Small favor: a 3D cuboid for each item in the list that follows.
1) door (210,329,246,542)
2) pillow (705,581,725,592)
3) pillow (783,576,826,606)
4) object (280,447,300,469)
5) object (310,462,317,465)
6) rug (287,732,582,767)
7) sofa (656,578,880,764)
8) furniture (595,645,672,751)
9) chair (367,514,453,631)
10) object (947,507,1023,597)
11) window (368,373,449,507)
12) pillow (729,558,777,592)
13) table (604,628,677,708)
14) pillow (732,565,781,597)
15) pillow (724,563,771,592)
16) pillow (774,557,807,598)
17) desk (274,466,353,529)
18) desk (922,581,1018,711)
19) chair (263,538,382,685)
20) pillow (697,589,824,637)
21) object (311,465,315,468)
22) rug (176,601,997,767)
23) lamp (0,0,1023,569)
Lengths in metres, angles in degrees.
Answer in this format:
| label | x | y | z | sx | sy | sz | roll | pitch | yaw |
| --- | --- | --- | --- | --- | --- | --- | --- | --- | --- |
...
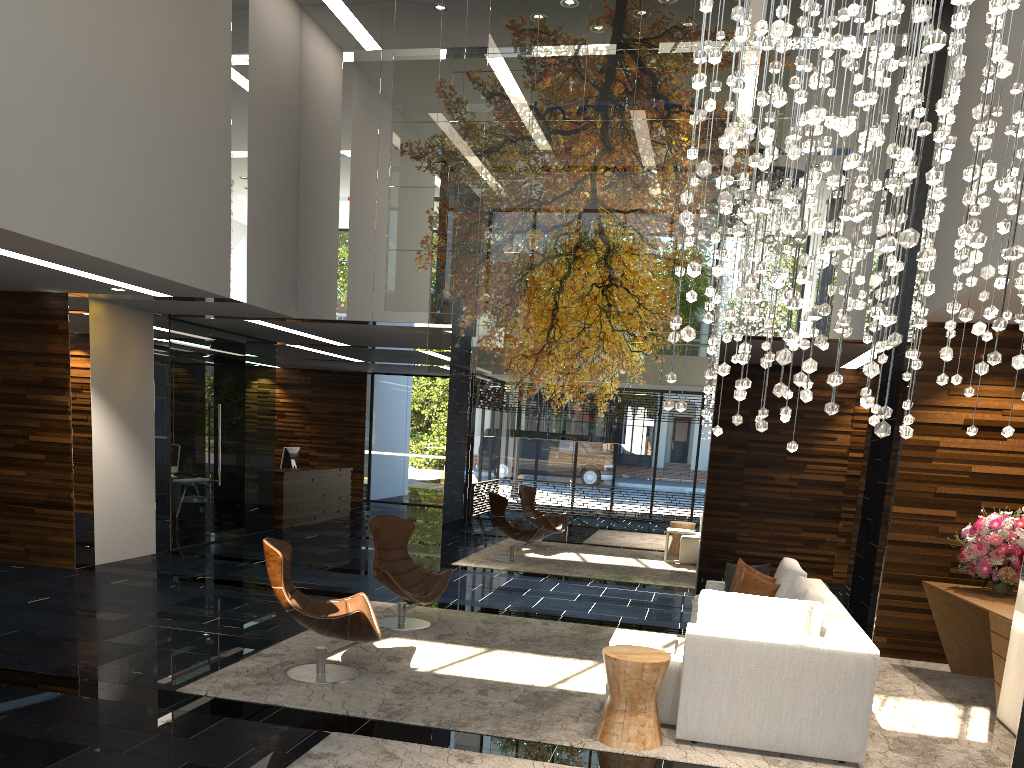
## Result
| label | x | y | z | sx | sy | sz | roll | pitch | yaw |
| --- | --- | --- | --- | --- | --- | --- | --- | --- | --- |
| door | -3.827 | 0.731 | 11.733 | 0.101 | 2.919 | 0.849 | 6 | 9 | 13 |
| pillow | 1.955 | 1.769 | 7.304 | 0.622 | 0.155 | 0.236 | 3 | 1 | 7 |
| pillow | 1.896 | 1.539 | 5.781 | 0.289 | 0.445 | 0.709 | 5 | 1 | 14 |
| object | -3.782 | 1.327 | 14.785 | 0.188 | 0.503 | 0.476 | 6 | 4 | 18 |
| object | -3.480 | 1.400 | 15.025 | 0.075 | 0.105 | 0.151 | 9 | 4 | 42 |
| rug | 0.408 | 1.953 | 3.342 | 3.403 | 0.006 | 2.307 | 3 | -3 | 12 |
| sofa | 1.655 | 1.841 | 6.179 | 1.285 | 0.696 | 2.815 | 4 | -2 | 13 |
| furniture | 0.695 | 1.798 | 4.958 | 0.391 | 0.534 | 0.384 | -1 | 7 | -42 |
| chair | -0.956 | 1.621 | 7.400 | 0.775 | 0.953 | 0.670 | 8 | 7 | 40 |
| object | 3.685 | 1.241 | 6.398 | 0.690 | 0.693 | 0.646 | 4 | 4 | 4 |
| window | -1.212 | 1.297 | 18.742 | 3.942 | 2.918 | 0.058 | 4 | 10 | 12 |
| pillow | 1.868 | 1.609 | 6.805 | 0.243 | 0.439 | 0.537 | 1 | 3 | -22 |
| table | 0.835 | 1.869 | 5.581 | 0.398 | 0.477 | 0.392 | 5 | 5 | 13 |
| pillow | 1.805 | 1.618 | 6.596 | 0.269 | 0.422 | 0.508 | 2 | 3 | -17 |
| pillow | 1.893 | 1.625 | 7.019 | 0.255 | 0.424 | 0.543 | 0 | 3 | -30 |
| pillow | 2.097 | 1.594 | 6.644 | 0.246 | 0.460 | 0.709 | 5 | 1 | 13 |
| desk | -3.691 | 1.889 | 14.814 | 0.876 | 0.906 | 2.640 | 4 | -2 | 13 |
| desk | 3.536 | 1.922 | 5.882 | 0.986 | 0.763 | 2.215 | 4 | -2 | 13 |
| chair | -1.254 | 1.509 | 5.756 | 0.790 | 0.954 | 0.656 | 2 | 6 | -20 |
| pillow | 1.441 | 1.465 | 5.080 | 0.709 | 0.472 | 0.212 | 4 | 8 | 13 |
| object | -3.465 | 1.436 | 15.018 | 0.076 | 0.061 | 0.076 | 5 | 2 | 37 |
| rug | 1.135 | 2.166 | 6.285 | 5.878 | 0.006 | 3.173 | 3 | -3 | 12 |
| lamp | 3.362 | -46.276 | 1.292 | 393.804 | 116.740 | 398.209 | 2 | -3 | 38 |
